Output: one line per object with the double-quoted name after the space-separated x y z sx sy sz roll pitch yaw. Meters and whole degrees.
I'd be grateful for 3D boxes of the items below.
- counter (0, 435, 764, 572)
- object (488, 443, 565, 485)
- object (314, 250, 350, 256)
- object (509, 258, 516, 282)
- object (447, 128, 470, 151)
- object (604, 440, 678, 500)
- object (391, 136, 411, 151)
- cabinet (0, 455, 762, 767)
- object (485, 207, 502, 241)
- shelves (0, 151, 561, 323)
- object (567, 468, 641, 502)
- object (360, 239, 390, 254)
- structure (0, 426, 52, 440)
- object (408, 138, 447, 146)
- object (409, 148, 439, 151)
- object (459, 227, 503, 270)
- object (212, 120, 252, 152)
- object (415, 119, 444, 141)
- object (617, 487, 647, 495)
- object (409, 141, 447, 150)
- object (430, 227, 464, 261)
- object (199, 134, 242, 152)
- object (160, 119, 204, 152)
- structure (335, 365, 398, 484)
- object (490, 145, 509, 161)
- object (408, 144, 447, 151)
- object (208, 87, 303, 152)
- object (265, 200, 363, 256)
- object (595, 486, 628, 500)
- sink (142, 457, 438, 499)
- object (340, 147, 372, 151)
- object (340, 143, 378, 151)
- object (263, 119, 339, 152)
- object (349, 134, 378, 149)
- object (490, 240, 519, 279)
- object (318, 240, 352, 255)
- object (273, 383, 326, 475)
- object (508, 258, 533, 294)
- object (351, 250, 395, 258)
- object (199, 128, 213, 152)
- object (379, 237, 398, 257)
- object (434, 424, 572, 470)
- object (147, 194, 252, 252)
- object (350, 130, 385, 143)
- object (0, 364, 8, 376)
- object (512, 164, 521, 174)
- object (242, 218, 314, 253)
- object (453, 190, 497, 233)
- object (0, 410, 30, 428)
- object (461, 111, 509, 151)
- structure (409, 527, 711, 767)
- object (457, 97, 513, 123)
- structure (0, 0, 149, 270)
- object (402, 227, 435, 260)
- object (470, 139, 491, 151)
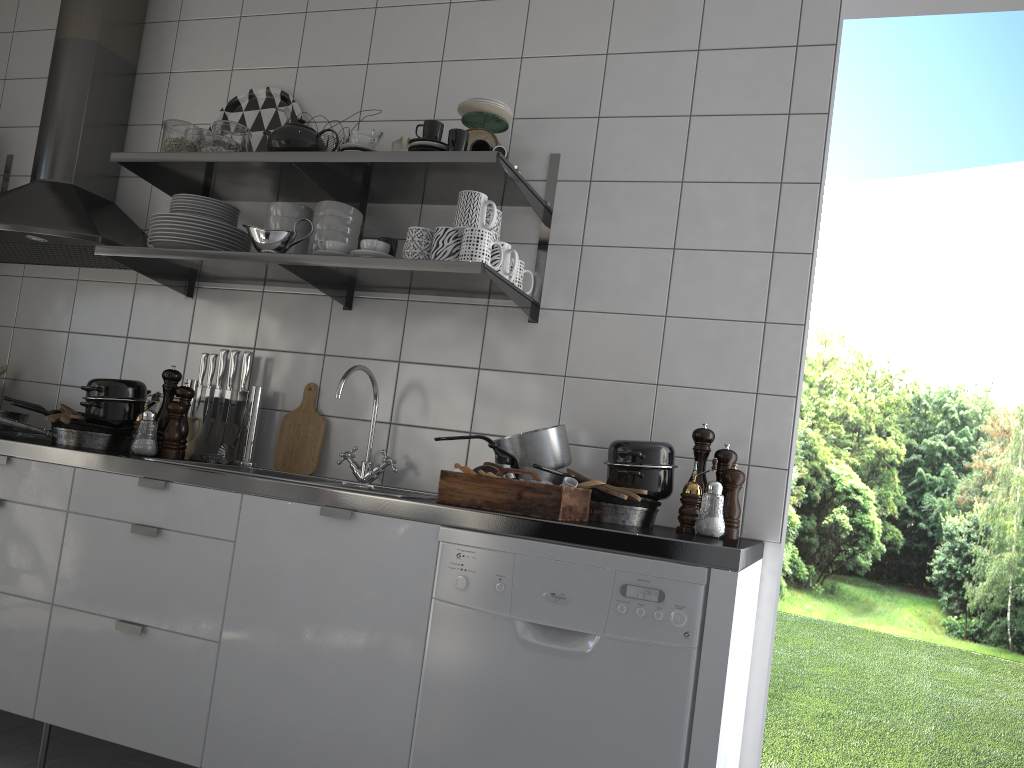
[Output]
-0.963 0.244 2.568 3.234 0.045 0.653 5 -6 20 "counter"
0.043 0.251 2.303 0.200 0.153 0.349 7 -6 5 "object"
-0.491 -0.344 2.459 0.121 0.021 0.122 6 -6 18 "object"
-0.049 -0.322 2.481 0.083 0.100 0.108 11 -6 -35 "object"
-0.142 -0.628 2.333 0.055 0.077 0.070 9 -5 -16 "object"
0.328 0.219 2.269 0.190 0.158 0.197 9 -5 -18 "object"
-0.321 -0.655 2.652 0.116 0.151 0.127 12 -6 -43 "object"
-1.020 0.656 2.535 3.233 0.793 0.665 5 -5 20 "cabinet"
-0.074 -0.428 2.462 0.083 0.100 0.109 8 -5 -10 "object"
-1.146 -0.572 2.851 2.537 0.511 0.428 5 -5 20 "shelves"
0.218 0.247 2.183 0.059 0.060 0.334 10 -6 -21 "object"
-0.372 -0.356 2.390 0.079 0.047 0.083 4 -6 33 "object"
-1.744 0.134 2.853 0.466 0.028 0.492 5 -6 20 "structure"
-0.221 -0.632 2.392 0.121 0.023 0.121 11 -7 -29 "object"
-0.222 -0.604 2.389 0.121 0.021 0.121 8 -6 -2 "object"
-0.081 -0.345 2.300 0.108 0.100 0.083 7 -5 10 "object"
-0.891 -0.727 2.787 0.121 0.170 0.122 4 -6 40 "object"
-0.222 -0.667 2.398 0.070 0.078 0.056 3 -6 41 "object"
0.241 0.264 2.210 0.065 0.021 0.337 9 -6 -16 "object"
-0.219 -0.623 2.390 0.121 0.023 0.121 12 -7 -38 "object"
-0.159 -0.352 2.328 0.108 0.100 0.083 7 -5 10 "object"
-0.879 -0.693 2.659 0.121 0.079 0.122 7 -5 6 "object"
-1.019 -0.730 2.724 0.121 0.130 0.122 7 -5 6 "object"
-0.414 0.129 2.584 0.189 0.351 0.275 8 -5 -3 "structure"
-0.042 -0.614 2.372 0.069 0.059 0.083 8 -5 -2 "object"
-0.222 -0.613 2.390 0.121 0.021 0.122 5 -7 25 "object"
-0.868 -0.815 2.982 0.394 0.392 0.053 6 -4 20 "object"
-0.614 -0.434 2.693 0.309 0.216 0.151 6 -5 18 "object"
0.202 0.251 2.178 0.064 0.044 0.335 9 -6 -13 "object"
-0.539 0.311 2.381 0.764 0.111 0.489 5 -6 20 "sink"
-0.420 -0.631 2.479 0.121 0.021 0.122 5 -7 25 "object"
-0.422 -0.641 2.480 0.121 0.024 0.122 6 -6 16 "object"
-0.618 -0.699 2.576 0.178 0.142 0.200 10 -6 -28 "object"
-0.419 -0.661 2.480 0.079 0.049 0.082 8 -5 -7 "object"
-0.033 -0.328 2.400 0.108 0.100 0.083 7 -5 6 "object"
-0.488 -0.365 2.459 0.079 0.047 0.083 6 -6 13 "object"
-0.661 0.138 2.801 0.157 0.293 0.047 6 -4 20 "object"
0.005 -0.305 2.566 0.108 0.100 0.083 7 -5 10 "object"
-0.374 -0.336 2.390 0.121 0.021 0.122 5 -7 25 "object"
-1.016 -0.733 2.887 0.121 0.170 0.122 4 -6 40 "object"
-0.364 -0.380 2.566 0.055 0.078 0.070 9 -5 -19 "object"
-0.021 0.170 2.377 0.371 0.168 0.203 8 -5 -2 "object"
-0.962 -0.463 2.747 0.305 0.194 0.302 5 -6 25 "object"
-0.414 -0.690 2.482 0.082 0.067 0.078 4 -6 35 "object"
-1.944 0.027 3.160 0.222 0.232 0.080 9 -4 -19 "object"
0.002 -0.586 2.497 0.066 0.067 0.053 6 -5 21 "object"
-0.677 -0.416 2.547 0.210 0.134 0.102 7 -5 3 "object"
-0.100 -0.447 2.316 0.083 0.100 0.108 11 -6 -35 "object"
-1.684 0.086 2.743 0.351 0.060 0.233 8 -6 -1 "object"
-0.095 -0.663 2.563 0.159 0.208 0.186 6 -5 20 "object"
0.144 0.760 2.027 0.573 0.789 0.510 6 -5 20 "structure"
-0.079 -0.787 2.583 0.163 0.046 0.164 10 -6 -20 "object"
-1.559 -0.990 3.022 0.867 1.089 0.474 6 -4 20 "structure"
-0.249 -0.359 2.379 0.083 0.100 0.109 8 -5 -10 "object"
-0.081 -0.613 2.373 0.069 0.058 0.080 8 -5 -7 "object"
